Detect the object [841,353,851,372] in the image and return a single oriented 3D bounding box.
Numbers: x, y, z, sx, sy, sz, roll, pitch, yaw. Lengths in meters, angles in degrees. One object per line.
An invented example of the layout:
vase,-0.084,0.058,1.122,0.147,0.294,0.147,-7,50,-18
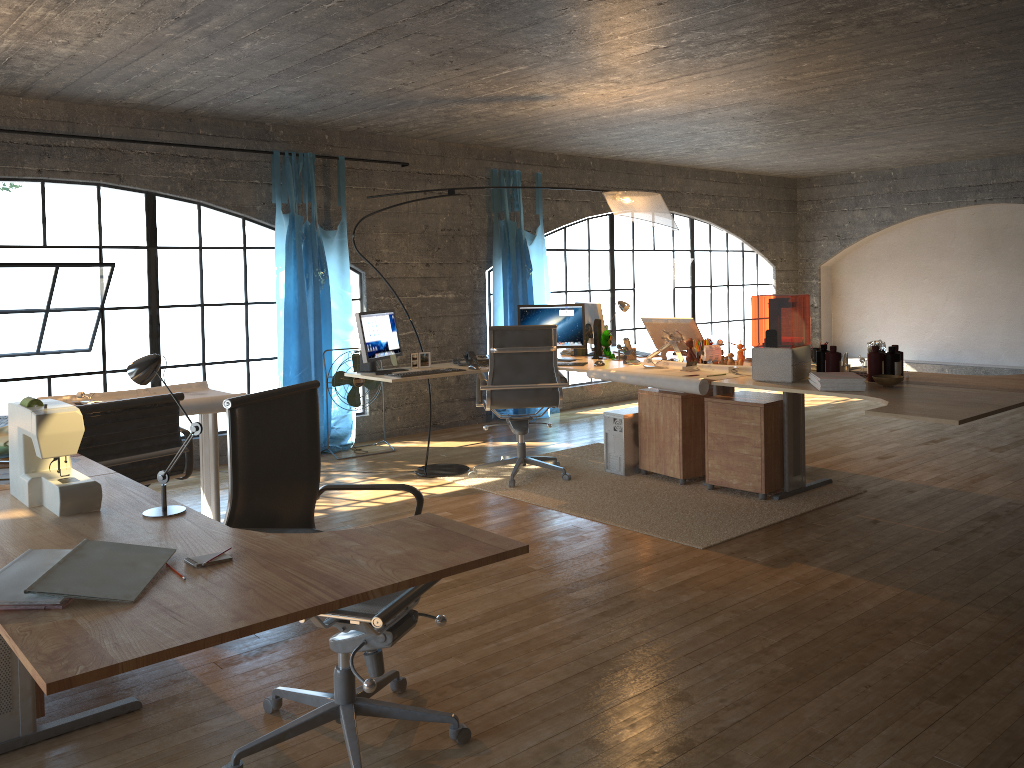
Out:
object,1.826,-0.103,4.842,0.039,0.128,0.134,1,4,44

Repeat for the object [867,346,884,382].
object,1.897,-0.106,4.605,0.079,0.186,0.080,-2,2,-23

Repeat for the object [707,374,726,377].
object,1.162,-0.050,5.019,0.147,0.007,0.008,-5,6,-31

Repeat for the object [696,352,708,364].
object,1.217,-0.165,5.631,0.077,0.082,0.077,-3,4,-22

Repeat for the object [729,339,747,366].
object,1.364,-0.180,5.309,0.094,0.188,0.085,-2,2,-17

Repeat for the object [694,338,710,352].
object,1.217,-0.211,5.626,0.100,0.175,0.105,1,3,35

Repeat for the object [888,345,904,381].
object,2.012,-0.112,4.634,0.079,0.186,0.079,-3,3,-33

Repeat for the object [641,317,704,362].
object,1.072,-0.296,5.864,0.396,0.299,0.287,3,6,40

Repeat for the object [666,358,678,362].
object,1.056,-0.163,5.898,0.097,0.024,0.107,-5,7,-27

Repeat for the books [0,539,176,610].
books,-0.869,0.371,1.745,0.317,0.044,0.309,-2,7,-6

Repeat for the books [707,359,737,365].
books,1.390,-0.145,5.740,0.215,0.012,0.331,4,8,35

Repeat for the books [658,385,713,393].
books,1.128,-0.019,5.721,0.310,0.109,0.220,-6,8,-39

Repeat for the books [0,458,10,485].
books,-1.611,0.263,2.720,0.290,0.054,0.262,-1,7,0

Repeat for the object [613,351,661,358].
object,0.919,-0.223,6.471,0.187,0.011,0.493,-3,7,-16

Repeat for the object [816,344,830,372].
object,1.681,-0.120,4.755,0.079,0.186,0.079,-3,3,-33

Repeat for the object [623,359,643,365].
object,0.804,-0.142,5.777,0.109,0.022,0.139,-4,7,-21

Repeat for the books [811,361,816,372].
books,1.707,-0.083,4.942,0.178,0.069,0.230,-5,8,-33

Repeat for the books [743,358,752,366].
books,1.526,-0.132,5.440,0.290,0.054,0.262,-1,7,0

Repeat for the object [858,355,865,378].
object,1.906,-0.097,4.810,0.037,0.120,0.075,0,3,23

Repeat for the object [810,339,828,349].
object,1.735,-0.207,4.961,0.076,0.101,0.153,-2,5,-11

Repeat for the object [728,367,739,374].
object,1.282,-0.080,5.106,0.022,0.042,0.135,-1,6,-4

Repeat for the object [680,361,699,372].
object,1.071,-0.109,5.324,0.131,0.055,0.049,-6,6,-40

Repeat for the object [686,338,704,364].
object,1.147,-0.203,5.590,0.094,0.177,0.226,-2,5,-13

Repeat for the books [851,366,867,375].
books,1.956,-0.085,5.019,0.308,0.044,0.318,-6,8,-36

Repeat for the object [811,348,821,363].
object,1.714,-0.160,4.956,0.077,0.082,0.077,1,5,28

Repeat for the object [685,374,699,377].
object,1.018,-0.047,5.011,0.126,0.009,0.012,-5,6,-28

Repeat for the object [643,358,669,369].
object,0.897,-0.130,5.492,0.159,0.064,0.054,1,4,16

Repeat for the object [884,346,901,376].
object,1.959,-0.100,4.550,0.079,0.186,0.079,-3,3,-33

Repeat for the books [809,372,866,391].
books,1.621,-0.015,4.414,0.221,0.058,0.311,0,7,10

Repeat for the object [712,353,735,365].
object,1.330,-0.171,5.521,0.074,0.119,0.217,-2,6,-22

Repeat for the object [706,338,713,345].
object,1.305,-0.226,5.759,0.105,0.143,0.104,0,4,23

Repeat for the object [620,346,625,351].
object,0.877,-0.275,6.815,0.101,0.034,0.059,-2,6,-6

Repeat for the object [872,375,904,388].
object,1.865,-0.010,4.378,0.147,0.054,0.147,2,7,25

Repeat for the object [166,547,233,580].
object,-0.632,0.371,1.841,0.142,0.013,0.128,-6,9,-37

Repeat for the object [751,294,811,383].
object,1.460,-0.255,4.783,0.222,0.457,0.271,1,3,39

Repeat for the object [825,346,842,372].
object,1.696,-0.108,4.656,0.079,0.186,0.080,-2,2,-23

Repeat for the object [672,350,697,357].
object,1.339,-0.122,6.593,0.299,0.241,0.369,-1,5,0

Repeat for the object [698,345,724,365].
object,1.248,-0.177,5.520,0.154,0.135,0.099,-2,3,-6

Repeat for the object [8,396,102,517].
object,-1.251,0.179,2.402,0.137,0.283,0.404,-3,5,-41

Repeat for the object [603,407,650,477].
object,0.864,0.376,5.960,0.482,0.410,0.200,-5,4,-36

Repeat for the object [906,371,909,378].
object,2.130,-0.052,4.755,0.017,0.037,0.017,-1,2,4

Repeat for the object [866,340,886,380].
object,1.935,-0.127,4.687,0.098,0.213,0.095,-3,3,-43
